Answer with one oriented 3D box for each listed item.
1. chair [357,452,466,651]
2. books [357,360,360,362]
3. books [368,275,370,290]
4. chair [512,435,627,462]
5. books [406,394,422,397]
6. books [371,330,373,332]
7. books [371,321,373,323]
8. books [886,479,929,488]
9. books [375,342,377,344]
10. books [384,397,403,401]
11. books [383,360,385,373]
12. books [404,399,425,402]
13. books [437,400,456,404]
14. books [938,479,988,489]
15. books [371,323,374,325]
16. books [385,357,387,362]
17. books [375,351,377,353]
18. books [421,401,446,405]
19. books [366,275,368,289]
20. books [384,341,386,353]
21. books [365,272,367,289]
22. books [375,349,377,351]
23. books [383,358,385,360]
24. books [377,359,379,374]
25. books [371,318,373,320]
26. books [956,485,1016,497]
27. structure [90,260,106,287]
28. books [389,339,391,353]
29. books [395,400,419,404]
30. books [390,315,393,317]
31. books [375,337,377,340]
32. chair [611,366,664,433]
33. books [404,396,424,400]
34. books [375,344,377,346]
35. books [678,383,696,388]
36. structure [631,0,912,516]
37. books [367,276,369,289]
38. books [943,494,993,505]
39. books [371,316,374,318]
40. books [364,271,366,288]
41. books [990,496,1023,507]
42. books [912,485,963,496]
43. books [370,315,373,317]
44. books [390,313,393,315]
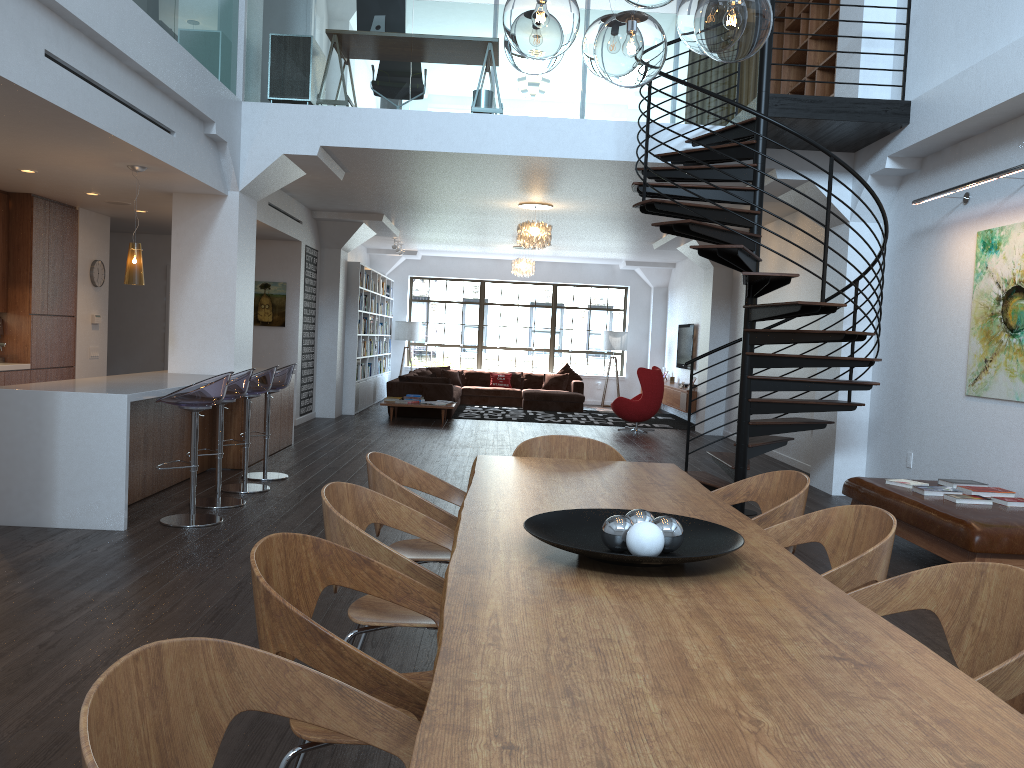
[{"bbox_3d":[-0.313,0.707,3.587,0.618,0.833,0.629,3,3,-3],"label":"chair"},{"bbox_3d":[-2.566,-0.369,14.245,0.223,0.027,0.161,3,3,8],"label":"books"},{"bbox_3d":[-2.518,-1.725,15.052,0.182,0.255,0.077,3,3,-1],"label":"books"},{"bbox_3d":[0.279,0.696,4.347,0.629,0.833,0.618,2,3,-6],"label":"chair"},{"bbox_3d":[-1.535,0.185,13.929,0.224,0.027,0.157,3,3,4],"label":"books"},{"bbox_3d":[-2.585,-0.950,15.853,0.160,0.039,0.251,3,3,4],"label":"books"},{"bbox_3d":[-2.587,-1.113,15.857,0.161,0.033,0.223,3,3,-1],"label":"books"},{"bbox_3d":[2.682,0.676,6.023,0.161,0.031,0.223,1,3,-23],"label":"books"},{"bbox_3d":[-2.610,-0.755,16.327,0.223,0.032,0.161,3,3,-1],"label":"books"},{"bbox_3d":[-1.854,0.237,13.866,0.241,0.045,0.334,3,3,1],"label":"books"},{"bbox_3d":[-2.628,-0.358,17.623,0.183,0.253,0.037,3,3,-1],"label":"books"},{"bbox_3d":[-1.538,0.252,13.931,0.312,0.037,0.216,2,3,-11],"label":"books"},{"bbox_3d":[-1.051,0.279,13.871,0.256,0.035,0.350,4,3,24],"label":"books"},{"bbox_3d":[3.087,0.687,6.070,0.254,0.044,0.183,2,3,-6],"label":"books"},{"bbox_3d":[-2.582,-1.077,15.853,0.183,0.042,0.253,3,3,-1],"label":"books"},{"bbox_3d":[-2.640,-0.397,18.011,0.176,0.290,0.053,3,3,-1],"label":"books"},{"bbox_3d":[-2.629,-0.599,16.325,0.251,0.037,0.160,3,3,4],"label":"books"},{"bbox_3d":[-1.201,0.288,13.525,0.342,0.040,0.231,5,4,39],"label":"books"},{"bbox_3d":[-2.510,-1.713,14.863,0.182,0.253,0.098,3,3,-1],"label":"books"},{"bbox_3d":[-2.615,-0.741,17.726,0.183,0.253,0.042,3,3,-1],"label":"books"},{"bbox_3d":[-2.525,-1.728,14.758,0.197,0.290,0.136,3,3,-1],"label":"books"},{"bbox_3d":[-2.631,-0.639,16.347,0.259,0.040,0.180,3,3,-1],"label":"books"},{"bbox_3d":[-2.645,-0.377,17.680,0.198,0.284,0.066,3,3,-1],"label":"books"},{"bbox_3d":[-2.622,-0.328,16.738,0.198,0.284,0.066,3,3,-2],"label":"books"},{"bbox_3d":[-2.578,-1.169,15.869,0.144,0.024,0.208,3,3,4],"label":"books"},{"bbox_3d":[3.072,0.701,5.750,0.283,0.043,0.197,3,3,-2],"label":"books"},{"bbox_3d":[-4.620,-1.232,9.891,0.040,0.300,0.300,3,3,-1],"label":"structure"},{"bbox_3d":[-2.617,-0.795,18.430,0.176,0.290,0.053,3,3,-1],"label":"books"},{"bbox_3d":[-1.603,0.271,13.528,0.236,0.035,0.340,4,3,24],"label":"books"},{"bbox_3d":[-2.620,-1.410,18.218,0.284,0.035,0.197,4,3,29],"label":"books"},{"bbox_3d":[-2.594,-0.839,16.309,0.185,0.041,0.129,3,3,13],"label":"books"},{"bbox_3d":[1.943,0.214,13.705,0.801,1.006,0.798,4,3,24],"label":"chair"},{"bbox_3d":[-1.541,0.216,13.933,0.279,0.035,0.191,3,3,9],"label":"books"},{"bbox_3d":[-2.617,-0.721,16.322,0.253,0.040,0.183,3,3,-1],"label":"books"},{"bbox_3d":[3.073,0.029,15.513,0.250,0.053,0.400,3,3,-1],"label":"books"},{"bbox_3d":[1.940,-1.129,7.097,1.998,4.352,1.998,0,4,-40],"label":"structure"},{"bbox_3d":[-2.516,-1.714,14.950,0.174,0.243,0.085,3,3,-1],"label":"books"},{"bbox_3d":[2.797,0.707,5.441,0.224,0.032,0.161,3,3,-1],"label":"books"},{"bbox_3d":[-2.569,-1.201,15.864,0.129,0.043,0.185,3,3,13],"label":"books"},{"bbox_3d":[-2.519,-1.725,14.696,0.176,0.293,0.125,3,3,-1],"label":"books"},{"bbox_3d":[3.080,0.722,5.420,0.224,0.036,0.161,2,3,-7],"label":"books"},{"bbox_3d":[2.736,0.689,5.704,0.247,0.040,0.185,3,3,2],"label":"books"},{"bbox_3d":[-2.548,-1.181,15.434,0.223,0.027,0.161,3,3,8],"label":"books"},{"bbox_3d":[-2.619,-1.444,18.217,0.284,0.033,0.197,3,3,14],"label":"books"}]
